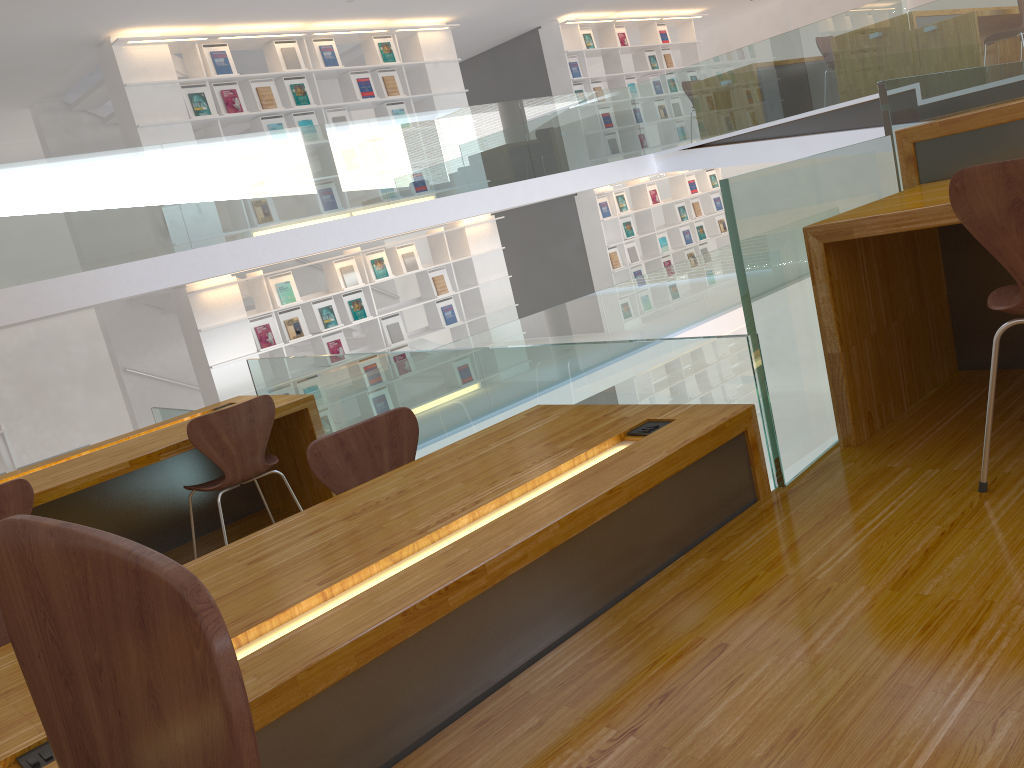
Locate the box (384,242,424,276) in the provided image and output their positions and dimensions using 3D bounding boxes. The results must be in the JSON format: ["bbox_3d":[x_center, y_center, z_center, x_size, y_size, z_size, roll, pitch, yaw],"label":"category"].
[{"bbox_3d":[-3.131,1.376,7.268,7.125,3.764,0.498,-23,14,-40],"label":"box"}]

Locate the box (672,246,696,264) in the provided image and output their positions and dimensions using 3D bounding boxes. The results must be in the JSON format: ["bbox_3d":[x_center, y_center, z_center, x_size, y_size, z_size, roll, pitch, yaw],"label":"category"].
[{"bbox_3d":[2.466,-1.777,12.556,0.245,0.296,0.274,-23,14,-40],"label":"box"}]

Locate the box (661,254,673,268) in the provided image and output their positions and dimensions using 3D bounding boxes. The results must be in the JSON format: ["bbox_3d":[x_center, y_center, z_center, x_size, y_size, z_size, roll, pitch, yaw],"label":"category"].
[{"bbox_3d":[2.069,-1.611,12.189,0.245,0.296,0.274,-23,14,-40],"label":"box"}]

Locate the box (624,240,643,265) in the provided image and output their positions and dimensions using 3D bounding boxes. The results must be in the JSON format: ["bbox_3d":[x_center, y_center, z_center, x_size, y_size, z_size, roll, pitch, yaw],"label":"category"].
[{"bbox_3d":[1.513,-1.724,11.684,0.245,0.296,0.274,-23,14,-40],"label":"box"}]

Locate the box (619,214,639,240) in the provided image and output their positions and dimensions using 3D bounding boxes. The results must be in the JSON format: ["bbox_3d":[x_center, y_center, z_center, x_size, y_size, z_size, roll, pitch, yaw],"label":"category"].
[{"bbox_3d":[1.453,-2.049,11.637,0.245,0.296,0.274,-23,14,-40],"label":"box"}]

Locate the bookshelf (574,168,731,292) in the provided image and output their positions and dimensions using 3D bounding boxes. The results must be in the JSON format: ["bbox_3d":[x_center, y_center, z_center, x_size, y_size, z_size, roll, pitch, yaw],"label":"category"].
[{"bbox_3d":[2.212,-1.983,12.235,2.984,1.836,0.498,-23,14,-40],"label":"bookshelf"}]

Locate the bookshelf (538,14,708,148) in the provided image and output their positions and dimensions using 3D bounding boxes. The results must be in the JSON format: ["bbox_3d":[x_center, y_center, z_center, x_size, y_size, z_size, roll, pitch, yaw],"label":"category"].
[{"bbox_3d":[1.740,-3.952,11.856,2.984,1.836,0.498,-23,14,-40],"label":"bookshelf"}]

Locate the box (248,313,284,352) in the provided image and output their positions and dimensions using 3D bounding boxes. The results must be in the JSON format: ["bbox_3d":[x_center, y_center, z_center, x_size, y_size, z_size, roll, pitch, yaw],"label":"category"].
[{"bbox_3d":[-2.290,-0.466,8.092,0.245,0.296,0.274,-23,14,-40],"label":"box"}]

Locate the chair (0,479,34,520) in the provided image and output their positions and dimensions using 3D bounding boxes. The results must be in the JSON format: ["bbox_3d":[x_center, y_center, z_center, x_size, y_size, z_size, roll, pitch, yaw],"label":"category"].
[{"bbox_3d":[-1.869,0.709,3.171,0.428,0.693,0.381,-23,14,-40],"label":"chair"}]

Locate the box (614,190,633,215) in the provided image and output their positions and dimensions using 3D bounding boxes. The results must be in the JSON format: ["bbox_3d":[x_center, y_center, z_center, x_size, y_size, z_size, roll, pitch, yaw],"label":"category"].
[{"bbox_3d":[1.362,-2.351,11.562,0.245,0.296,0.274,-23,14,-40],"label":"box"}]

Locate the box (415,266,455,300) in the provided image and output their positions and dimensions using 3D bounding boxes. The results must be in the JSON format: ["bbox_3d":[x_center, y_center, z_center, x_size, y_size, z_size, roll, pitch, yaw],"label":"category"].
[{"bbox_3d":[-0.819,-1.079,9.451,0.245,0.296,0.274,-23,14,-40],"label":"box"}]

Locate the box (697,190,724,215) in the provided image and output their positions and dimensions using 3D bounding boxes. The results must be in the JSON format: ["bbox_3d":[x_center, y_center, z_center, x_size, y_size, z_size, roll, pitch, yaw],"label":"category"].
[{"bbox_3d":[2.929,-2.662,13.001,0.245,0.296,0.274,-23,14,-40],"label":"box"}]

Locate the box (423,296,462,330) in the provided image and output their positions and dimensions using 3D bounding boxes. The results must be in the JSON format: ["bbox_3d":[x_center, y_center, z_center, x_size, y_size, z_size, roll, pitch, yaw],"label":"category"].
[{"bbox_3d":[-0.743,-0.765,9.513,0.245,0.296,0.274,-23,14,-40],"label":"box"}]

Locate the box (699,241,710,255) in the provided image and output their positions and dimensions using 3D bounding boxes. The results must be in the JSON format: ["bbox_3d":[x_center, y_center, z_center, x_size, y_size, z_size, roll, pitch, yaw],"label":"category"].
[{"bbox_3d":[2.717,-1.882,12.788,0.245,0.296,0.274,-23,14,-40],"label":"box"}]

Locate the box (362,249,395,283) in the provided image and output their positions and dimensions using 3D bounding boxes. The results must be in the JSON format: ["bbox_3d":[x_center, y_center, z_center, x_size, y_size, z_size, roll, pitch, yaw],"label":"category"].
[{"bbox_3d":[-1.391,-1.186,8.932,0.245,0.296,0.274,-23,14,-40],"label":"box"}]

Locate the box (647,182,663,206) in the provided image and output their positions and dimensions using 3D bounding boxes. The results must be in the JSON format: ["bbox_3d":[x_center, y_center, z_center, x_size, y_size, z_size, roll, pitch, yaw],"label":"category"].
[{"bbox_3d":[1.839,-2.552,12.000,0.245,0.296,0.274,-23,14,-40],"label":"box"}]

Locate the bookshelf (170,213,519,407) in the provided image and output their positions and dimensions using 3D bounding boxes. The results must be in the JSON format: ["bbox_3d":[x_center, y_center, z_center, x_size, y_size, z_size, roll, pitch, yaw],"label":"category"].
[{"bbox_3d":[-1.379,-0.497,8.990,3.666,1.836,0.397,-23,14,-40],"label":"bookshelf"}]

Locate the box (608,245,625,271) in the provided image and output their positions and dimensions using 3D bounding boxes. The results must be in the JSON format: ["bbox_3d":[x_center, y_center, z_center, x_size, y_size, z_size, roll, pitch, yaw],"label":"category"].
[{"bbox_3d":[1.249,-1.614,11.440,0.245,0.296,0.274,-23,14,-40],"label":"box"}]

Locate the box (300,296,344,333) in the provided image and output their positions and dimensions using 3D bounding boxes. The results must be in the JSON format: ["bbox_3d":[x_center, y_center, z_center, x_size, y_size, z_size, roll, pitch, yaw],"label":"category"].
[{"bbox_3d":[-1.827,-0.666,8.520,0.245,0.296,0.274,-23,14,-40],"label":"box"}]

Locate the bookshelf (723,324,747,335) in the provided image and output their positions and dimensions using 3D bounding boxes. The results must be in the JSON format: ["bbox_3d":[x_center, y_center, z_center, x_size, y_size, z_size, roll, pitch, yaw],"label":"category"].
[{"bbox_3d":[2.678,-0.036,12.611,2.984,1.836,0.498,-23,14,-40],"label":"bookshelf"}]

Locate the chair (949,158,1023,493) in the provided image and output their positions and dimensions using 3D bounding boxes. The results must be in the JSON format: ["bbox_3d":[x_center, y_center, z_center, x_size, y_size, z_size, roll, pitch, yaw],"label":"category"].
[{"bbox_3d":[1.207,-0.154,1.826,0.381,0.693,0.428,-23,14,-40],"label":"chair"}]

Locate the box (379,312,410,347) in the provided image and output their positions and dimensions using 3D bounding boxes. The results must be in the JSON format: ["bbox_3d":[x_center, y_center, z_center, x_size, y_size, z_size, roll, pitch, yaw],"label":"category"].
[{"bbox_3d":[-1.251,-0.553,9.043,0.245,0.296,0.274,-23,14,-40],"label":"box"}]

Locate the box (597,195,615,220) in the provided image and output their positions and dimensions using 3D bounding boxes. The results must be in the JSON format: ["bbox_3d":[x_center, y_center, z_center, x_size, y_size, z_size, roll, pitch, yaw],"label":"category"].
[{"bbox_3d":[1.101,-2.240,11.320,0.245,0.296,0.274,-23,14,-40],"label":"box"}]

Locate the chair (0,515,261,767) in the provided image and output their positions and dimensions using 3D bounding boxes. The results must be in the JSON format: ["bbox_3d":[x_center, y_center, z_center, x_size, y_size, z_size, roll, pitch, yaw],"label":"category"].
[{"bbox_3d":[-0.285,0.469,0.447,0.381,0.693,0.428,-23,14,-40],"label":"chair"}]

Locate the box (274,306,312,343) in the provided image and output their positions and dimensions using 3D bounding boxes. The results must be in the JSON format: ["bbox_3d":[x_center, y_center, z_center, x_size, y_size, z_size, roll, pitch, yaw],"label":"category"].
[{"bbox_3d":[-2.085,-0.554,8.299,0.245,0.296,0.274,-23,14,-40],"label":"box"}]

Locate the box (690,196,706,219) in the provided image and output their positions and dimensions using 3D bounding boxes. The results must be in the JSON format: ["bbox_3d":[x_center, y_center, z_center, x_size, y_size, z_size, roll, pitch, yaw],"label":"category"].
[{"bbox_3d":[2.560,-2.507,12.660,0.245,0.296,0.274,-23,14,-40],"label":"box"}]

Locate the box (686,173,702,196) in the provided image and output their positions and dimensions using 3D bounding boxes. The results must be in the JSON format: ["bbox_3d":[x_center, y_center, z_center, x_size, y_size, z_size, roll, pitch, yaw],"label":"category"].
[{"bbox_3d":[2.485,-2.821,12.600,0.245,0.296,0.274,-23,14,-40],"label":"box"}]

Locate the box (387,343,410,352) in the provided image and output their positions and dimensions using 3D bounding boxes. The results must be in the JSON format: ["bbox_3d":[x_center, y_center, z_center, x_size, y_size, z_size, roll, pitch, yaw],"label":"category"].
[{"bbox_3d":[-1.172,-0.240,9.107,0.245,0.296,0.274,-23,14,-40],"label":"box"}]

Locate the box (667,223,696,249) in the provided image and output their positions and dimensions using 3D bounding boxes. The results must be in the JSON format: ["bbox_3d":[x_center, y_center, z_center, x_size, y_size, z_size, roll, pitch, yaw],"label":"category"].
[{"bbox_3d":[2.381,-2.087,12.486,0.245,0.296,0.274,-23,14,-40],"label":"box"}]

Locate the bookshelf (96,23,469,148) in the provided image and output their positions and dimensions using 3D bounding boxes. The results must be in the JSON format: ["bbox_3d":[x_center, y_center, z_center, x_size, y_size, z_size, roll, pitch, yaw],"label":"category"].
[{"bbox_3d":[-1.817,-2.468,8.572,3.666,1.836,0.498,-23,14,-40],"label":"bookshelf"}]

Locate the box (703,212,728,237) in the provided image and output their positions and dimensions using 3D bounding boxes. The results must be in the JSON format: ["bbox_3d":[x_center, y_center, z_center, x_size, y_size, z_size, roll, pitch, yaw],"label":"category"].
[{"bbox_3d":[3.013,-2.351,13.071,0.245,0.296,0.274,-23,14,-40],"label":"box"}]

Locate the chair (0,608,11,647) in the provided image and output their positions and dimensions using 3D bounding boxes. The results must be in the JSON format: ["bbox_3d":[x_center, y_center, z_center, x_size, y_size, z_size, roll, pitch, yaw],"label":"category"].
[{"bbox_3d":[-0.940,0.728,1.921,0.428,0.693,0.381,-23,14,-40],"label":"chair"}]

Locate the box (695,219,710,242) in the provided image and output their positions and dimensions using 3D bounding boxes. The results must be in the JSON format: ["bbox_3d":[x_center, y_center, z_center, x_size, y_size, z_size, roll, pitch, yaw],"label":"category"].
[{"bbox_3d":[2.628,-2.190,12.715,0.245,0.296,0.274,-23,14,-40],"label":"box"}]

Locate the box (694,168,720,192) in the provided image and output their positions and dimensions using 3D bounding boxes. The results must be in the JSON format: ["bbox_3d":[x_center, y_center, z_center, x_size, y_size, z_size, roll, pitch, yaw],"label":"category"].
[{"bbox_3d":[2.854,-2.975,12.941,0.245,0.296,0.274,-23,14,-40],"label":"box"}]

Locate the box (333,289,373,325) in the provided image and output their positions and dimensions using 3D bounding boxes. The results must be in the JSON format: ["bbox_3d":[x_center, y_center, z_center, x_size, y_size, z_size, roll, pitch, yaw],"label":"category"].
[{"bbox_3d":[-1.582,-0.760,8.746,0.245,0.296,0.274,-23,14,-40],"label":"box"}]

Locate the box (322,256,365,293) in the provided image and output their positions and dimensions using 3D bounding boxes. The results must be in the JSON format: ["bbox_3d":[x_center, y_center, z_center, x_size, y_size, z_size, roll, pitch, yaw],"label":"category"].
[{"bbox_3d":[-1.653,-1.077,8.690,0.245,0.296,0.274,-23,14,-40],"label":"box"}]

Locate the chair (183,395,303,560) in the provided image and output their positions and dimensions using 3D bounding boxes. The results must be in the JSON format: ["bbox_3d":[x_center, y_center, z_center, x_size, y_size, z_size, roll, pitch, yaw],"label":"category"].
[{"bbox_3d":[-1.187,0.425,3.801,0.428,0.693,0.381,-23,14,-40],"label":"chair"}]

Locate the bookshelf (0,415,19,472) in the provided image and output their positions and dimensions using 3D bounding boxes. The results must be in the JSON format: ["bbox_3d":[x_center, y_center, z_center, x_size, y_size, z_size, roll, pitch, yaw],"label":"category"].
[{"bbox_3d":[-4.830,0.958,5.726,2.984,1.836,0.498,-23,14,-40],"label":"bookshelf"}]

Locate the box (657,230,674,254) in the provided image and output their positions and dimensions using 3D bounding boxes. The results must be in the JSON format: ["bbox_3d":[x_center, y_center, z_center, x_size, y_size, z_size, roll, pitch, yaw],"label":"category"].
[{"bbox_3d":[2.004,-1.929,12.137,0.245,0.296,0.274,-23,14,-40],"label":"box"}]

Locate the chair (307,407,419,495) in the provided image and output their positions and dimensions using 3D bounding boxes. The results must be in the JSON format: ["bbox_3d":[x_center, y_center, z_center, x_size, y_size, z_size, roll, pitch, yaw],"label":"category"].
[{"bbox_3d":[-0.258,0.443,2.551,0.428,0.693,0.381,-23,14,-40],"label":"chair"}]

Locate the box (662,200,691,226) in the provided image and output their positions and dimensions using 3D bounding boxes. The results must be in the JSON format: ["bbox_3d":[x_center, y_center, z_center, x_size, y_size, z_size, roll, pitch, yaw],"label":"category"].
[{"bbox_3d":[2.306,-2.400,12.426,0.245,0.296,0.274,-23,14,-40],"label":"box"}]

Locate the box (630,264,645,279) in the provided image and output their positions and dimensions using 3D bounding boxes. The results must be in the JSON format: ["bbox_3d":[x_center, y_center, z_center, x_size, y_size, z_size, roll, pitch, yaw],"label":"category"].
[{"bbox_3d":[1.616,-1.422,11.770,0.245,0.296,0.274,-23,14,-40],"label":"box"}]

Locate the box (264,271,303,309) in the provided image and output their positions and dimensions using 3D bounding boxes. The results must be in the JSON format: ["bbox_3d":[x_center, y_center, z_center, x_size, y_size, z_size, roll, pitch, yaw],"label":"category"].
[{"bbox_3d":[-2.152,-0.869,8.229,0.245,0.296,0.274,-23,14,-40],"label":"box"}]
